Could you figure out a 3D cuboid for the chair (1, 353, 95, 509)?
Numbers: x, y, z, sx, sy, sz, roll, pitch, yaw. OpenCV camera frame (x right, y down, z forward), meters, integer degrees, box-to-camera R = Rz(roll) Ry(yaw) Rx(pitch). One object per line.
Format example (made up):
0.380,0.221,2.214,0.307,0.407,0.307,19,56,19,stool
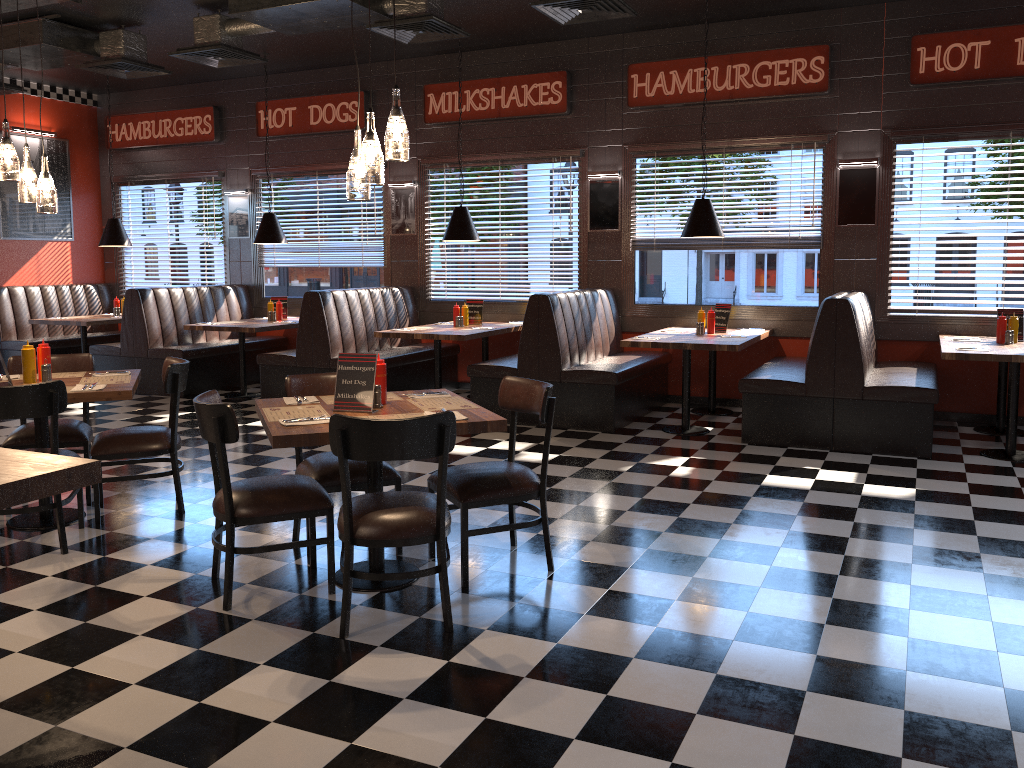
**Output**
-2.814,0.267,5.413,0.486,0.863,0.547,-2,7,-20,chair

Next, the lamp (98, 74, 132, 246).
-4.826,-2.689,10.670,0.382,2.035,0.383,-2,6,-16,lamp

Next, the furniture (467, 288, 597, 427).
0.272,-0.329,8.503,0.706,1.149,1.716,3,8,25,furniture

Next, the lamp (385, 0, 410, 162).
-0.507,-1.954,3.790,0.108,1.957,0.109,1,6,17,lamp

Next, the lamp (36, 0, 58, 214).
-2.549,-1.908,4.761,0.108,1.957,0.109,4,7,37,lamp

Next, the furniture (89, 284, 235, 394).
-4.057,-0.591,10.517,0.706,1.149,1.716,3,8,25,furniture

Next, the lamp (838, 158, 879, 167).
3.092,-1.979,7.909,0.334,0.056,0.081,3,8,25,lamp

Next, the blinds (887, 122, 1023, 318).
4.185,-1.368,7.480,1.870,1.628,0.100,3,6,25,blinds

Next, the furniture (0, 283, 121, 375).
-5.582,-0.684,11.226,0.706,1.149,1.716,3,8,25,furniture

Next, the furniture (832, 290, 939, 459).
3.076,-0.159,7.199,0.706,1.149,1.716,3,8,25,furniture

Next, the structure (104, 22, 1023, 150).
-0.245,-3.008,9.358,11.270,0.437,0.120,3,7,25,structure

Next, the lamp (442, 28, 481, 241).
-0.506,-2.427,8.660,0.382,2.035,0.383,0,6,6,lamp

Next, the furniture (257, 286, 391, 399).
-1.893,-0.460,9.510,0.706,1.149,1.716,3,8,25,furniture

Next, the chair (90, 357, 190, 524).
-2.148,0.300,5.154,0.545,0.864,0.488,-3,7,-23,chair

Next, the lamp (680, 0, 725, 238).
1.661,-2.296,7.652,0.382,2.035,0.383,-2,6,-16,lamp

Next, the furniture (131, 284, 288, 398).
-3.418,-0.553,10.220,0.706,1.149,1.716,3,8,25,furniture

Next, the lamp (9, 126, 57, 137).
-5.943,-3.128,10.989,0.081,0.056,0.613,3,9,25,lamp

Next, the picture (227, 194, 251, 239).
-3.390,-2.077,10.992,0.351,0.534,0.012,3,6,25,picture

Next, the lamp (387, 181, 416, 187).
-1.237,-2.241,9.923,0.334,0.056,0.081,3,8,25,lamp

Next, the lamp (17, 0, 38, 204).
-2.666,-1.972,4.794,0.108,1.957,0.109,-3,6,-23,lamp

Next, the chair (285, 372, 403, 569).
-0.856,0.392,4.455,0.487,0.864,0.546,-3,7,-25,chair

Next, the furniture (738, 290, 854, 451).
2.437,-0.198,7.496,0.706,1.149,1.716,3,8,25,furniture

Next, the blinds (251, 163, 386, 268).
-2.298,-1.974,10.475,1.870,1.200,0.101,3,6,25,blinds

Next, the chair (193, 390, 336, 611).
-1.100,0.471,3.903,0.545,0.864,0.488,-3,7,-25,chair

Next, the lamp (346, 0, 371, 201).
-0.681,-1.786,3.823,0.108,1.957,0.109,-2,6,-18,lamp

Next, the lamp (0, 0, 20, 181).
-2.703,-2.065,4.658,0.108,1.957,0.109,-1,6,-3,lamp

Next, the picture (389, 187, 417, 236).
-1.225,-1.946,9.985,0.351,0.534,0.012,3,6,25,picture

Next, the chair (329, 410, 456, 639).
-0.475,0.514,3.579,0.486,0.863,0.547,-1,6,-8,chair

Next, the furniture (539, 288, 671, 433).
0.911,-0.290,8.206,0.706,1.149,1.716,3,8,25,furniture

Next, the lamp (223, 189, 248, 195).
-3.406,-2.373,10.932,0.334,0.056,0.081,3,8,25,lamp

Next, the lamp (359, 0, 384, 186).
-0.608,-1.830,3.719,0.108,1.957,0.109,1,6,12,lamp

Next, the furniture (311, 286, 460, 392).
-1.253,-0.422,9.213,0.706,1.149,1.716,3,8,25,furniture

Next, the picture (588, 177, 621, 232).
0.935,-1.815,8.980,0.351,0.534,0.012,3,6,25,picture

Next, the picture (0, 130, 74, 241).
-5.961,-2.453,11.083,0.016,1.295,1.027,2,7,25,picture

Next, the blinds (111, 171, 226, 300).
-4.466,-1.893,11.504,1.870,1.628,0.100,3,6,25,blinds

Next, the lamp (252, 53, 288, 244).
-2.667,-2.558,9.665,0.382,2.035,0.383,0,6,6,lamp

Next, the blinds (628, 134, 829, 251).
2.018,-1.795,8.459,1.870,1.035,0.100,3,6,25,blinds

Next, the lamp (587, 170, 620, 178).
0.921,-2.110,8.919,0.334,0.056,0.081,3,8,25,lamp

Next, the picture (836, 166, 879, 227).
3.106,-1.683,7.970,0.351,0.534,0.012,3,6,25,picture

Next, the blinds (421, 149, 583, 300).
-0.133,-1.671,9.485,1.870,1.546,0.101,3,6,25,blinds

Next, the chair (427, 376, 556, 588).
-0.078,0.426,4.186,0.545,0.864,0.488,-3,7,-25,chair
